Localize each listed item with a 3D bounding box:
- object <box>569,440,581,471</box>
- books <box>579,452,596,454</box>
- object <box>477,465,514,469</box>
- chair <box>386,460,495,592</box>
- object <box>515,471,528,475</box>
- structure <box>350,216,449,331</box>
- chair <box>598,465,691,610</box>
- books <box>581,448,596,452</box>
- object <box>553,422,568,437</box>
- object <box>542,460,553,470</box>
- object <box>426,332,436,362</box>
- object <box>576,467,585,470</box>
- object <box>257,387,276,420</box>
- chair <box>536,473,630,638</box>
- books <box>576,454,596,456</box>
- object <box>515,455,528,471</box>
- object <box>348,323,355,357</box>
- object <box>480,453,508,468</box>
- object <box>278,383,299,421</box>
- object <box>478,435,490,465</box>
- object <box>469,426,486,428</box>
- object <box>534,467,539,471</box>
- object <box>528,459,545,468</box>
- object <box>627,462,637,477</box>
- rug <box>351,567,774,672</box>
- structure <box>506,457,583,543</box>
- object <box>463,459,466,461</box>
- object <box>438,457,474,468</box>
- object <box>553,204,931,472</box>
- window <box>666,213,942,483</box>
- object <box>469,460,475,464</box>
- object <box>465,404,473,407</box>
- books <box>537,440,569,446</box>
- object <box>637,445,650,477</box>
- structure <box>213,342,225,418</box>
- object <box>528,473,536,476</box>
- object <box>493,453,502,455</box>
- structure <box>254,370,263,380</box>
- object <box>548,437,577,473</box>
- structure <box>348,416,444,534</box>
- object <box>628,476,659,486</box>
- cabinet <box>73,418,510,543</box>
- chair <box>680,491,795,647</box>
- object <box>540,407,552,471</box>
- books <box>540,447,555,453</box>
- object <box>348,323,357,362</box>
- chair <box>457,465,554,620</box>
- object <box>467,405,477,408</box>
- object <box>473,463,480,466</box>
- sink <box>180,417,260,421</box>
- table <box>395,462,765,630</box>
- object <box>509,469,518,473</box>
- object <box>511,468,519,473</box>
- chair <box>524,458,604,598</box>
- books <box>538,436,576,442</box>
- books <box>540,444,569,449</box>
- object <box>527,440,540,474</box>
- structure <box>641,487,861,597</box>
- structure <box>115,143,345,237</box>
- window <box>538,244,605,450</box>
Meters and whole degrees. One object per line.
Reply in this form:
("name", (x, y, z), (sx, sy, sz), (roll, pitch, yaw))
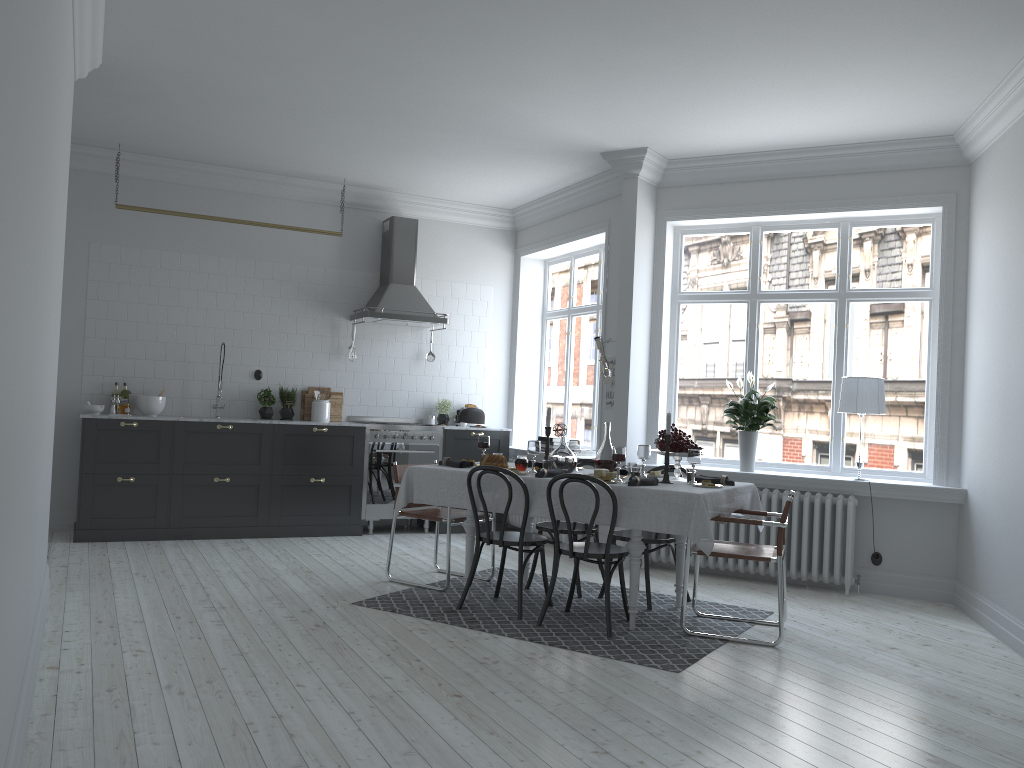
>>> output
("object", (0.432, 0.495, 6.128), (0.083, 0.215, 0.083), (3, -1, -21))
("books", (0.598, 0.637, 8.326), (0.254, 0.019, 0.337), (3, -1, -28))
("object", (-0.115, 0.565, 5.983), (0.251, 0.018, 0.251), (3, -1, -26))
("chair", (-0.496, 0.987, 6.313), (0.593, 0.837, 0.546), (2, -2, 36))
("object", (0.016, 0.564, 5.599), (0.182, 0.013, 0.182), (3, -1, -11))
("structure", (-1.082, -1.099, 8.748), (0.843, 1.079, 0.567), (3, -1, -26))
("chair", (0.930, 1.009, 6.010), (0.463, 0.909, 0.564), (1, -2, 43))
("books", (0.609, 0.620, 8.328), (0.274, 0.016, 0.341), (3, -1, -24))
("object", (0.471, 0.451, 8.698), (0.147, 0.148, 0.147), (4, -2, -35))
("object", (0.225, 0.534, 5.660), (0.066, 0.094, 0.066), (4, -2, -37))
("object", (-0.828, -0.390, 9.084), (0.101, 0.331, 0.030), (3, -1, -15))
("object", (0.423, 0.598, 6.279), (0.182, 0.013, 0.182), (3, -1, -26))
("object", (-2.311, 0.179, 8.336), (0.172, 0.311, 0.179), (3, -1, -15))
("chair", (0.447, 0.969, 5.247), (0.463, 0.909, 0.564), (2, -1, 23))
("books", (0.599, 0.656, 8.320), (0.254, 0.019, 0.343), (3, -1, -26))
("object", (0.064, 0.529, 5.921), (0.091, 0.101, 0.091), (2, -1, 19))
("object", (-1.573, -0.432, 8.734), (0.066, 0.332, 0.024), (3, -1, -21))
("object", (-0.118, 0.523, 5.974), (0.191, 0.105, 0.164), (3, -1, -6))
("object", (-2.128, 0.161, 8.409), (0.186, 0.367, 0.196), (2, -1, 19))
("object", (-0.197, 0.467, 6.163), (0.083, 0.215, 0.083), (3, -1, -21))
("object", (-0.344, 0.434, 8.976), (0.209, 0.011, 0.209), (2, -1, 12))
("object", (0.153, 0.564, 5.844), (0.031, 0.031, 0.167), (2, -1, 9))
("object", (0.192, 0.567, 6.343), (0.165, 0.061, 0.247), (2, -1, 14))
("object", (0.786, 0.563, 5.817), (0.066, 0.094, 0.066), (3, -1, -14))
("rug", (0.351, 1.416, 5.647), (2.166, 0.021, 1.701), (2, -2, 32))
("structure", (0.224, 1.137, 8.612), (0.245, 0.753, 1.673), (3, -1, -26))
("object", (-0.340, 0.547, 6.228), (0.038, 0.041, 0.057), (2, -1, 8))
("object", (-0.400, 0.531, 5.992), (0.247, 0.061, 0.165), (2, -1, 14))
("object", (-8.105, -1.327, 0.425), (33.873, 19.432, 72.085), (2, -2, 29))
("window", (2.290, -0.303, 7.159), (2.079, 2.080, 0.061), (2, -1, 27))
("object", (-0.283, 0.551, 6.230), (0.036, 0.039, 0.051), (2, -1, 14))
("object", (-0.445, 0.263, 9.266), (0.107, 0.110, 0.010), (3, -1, -21))
("books", (0.448, 0.576, 8.659), (0.287, 0.031, 0.351), (3, -1, -26))
("object", (0.859, 0.507, 5.798), (0.083, 0.215, 0.083), (3, -2, -31))
("structure", (-2.636, -0.032, 8.053), (0.100, 0.692, 0.266), (3, -1, -26))
("object", (0.139, 0.569, 5.595), (0.031, 0.012, 0.131), (2, -2, 32))
("object", (-0.103, 0.530, 6.157), (0.066, 0.094, 0.066), (4, -2, -37))
("structure", (-2.403, -0.086, 8.409), (0.079, 0.103, 0.032), (3, -1, -26))
("object", (0.329, 0.467, 5.758), (0.194, 0.245, 0.194), (4, -2, -43))
("structure", (-1.156, 0.880, 8.667), (0.779, 1.096, 0.651), (3, -1, -26))
("object", (0.771, 0.566, 5.188), (0.165, 0.061, 0.247), (2, -1, 14))
("cabinet", (-1.908, 0.879, 8.306), (3.897, 1.012, 0.646), (3, -1, -26))
("chair", (1.346, 1.047, 5.258), (0.593, 0.837, 0.546), (2, -1, 19))
("object", (0.242, 0.373, 5.990), (0.089, 0.432, 0.089), (3, -1, -3))
("books", (0.443, 0.644, 8.657), (0.259, 0.044, 0.351), (3, -1, -24))
("object", (-1.558, -0.408, 8.705), (0.076, 0.381, 0.074), (1, -2, 45))
("chair", (-0.028, 0.955, 5.563), (0.463, 0.909, 0.564), (2, -1, 28))
("object", (-0.418, 0.267, 9.193), (0.107, 0.110, 0.010), (3, -1, -21))
("object", (-0.311, 0.563, 6.232), (0.182, 0.013, 0.182), (3, -1, -26))
("sink", (-2.617, 0.412, 7.927), (0.669, 0.203, 0.384), (3, -1, -26))
("table", (0.414, 1.009, 5.775), (2.179, 0.842, 1.210), (2, -2, 31))
("object", (0.011, 0.550, 5.587), (0.057, 0.037, 0.021), (4, -2, -35))
("object", (0.014, 0.551, 5.620), (0.057, 0.037, 0.021), (3, -1, -8))
("chair", (0.422, 0.992, 6.286), (0.463, 0.909, 0.564), (2, -1, 28))
("books", (0.441, 0.541, 8.669), (0.259, 0.038, 0.325), (3, -1, -24))
("books", (0.432, 0.606, 8.664), (0.259, 0.031, 0.328), (3, -1, -28))
("object", (0.138, 0.472, 5.700), (0.083, 0.215, 0.083), (3, -1, -21))
("structure", (1.806, 1.169, 6.885), (1.710, 0.753, 0.245), (2, -1, 27))
("structure", (-2.482, -1.722, 7.972), (1.988, 0.556, 0.053), (3, -1, -26))
("window", (0.717, -0.336, 8.880), (0.061, 2.080, 1.716), (3, -1, -26))
